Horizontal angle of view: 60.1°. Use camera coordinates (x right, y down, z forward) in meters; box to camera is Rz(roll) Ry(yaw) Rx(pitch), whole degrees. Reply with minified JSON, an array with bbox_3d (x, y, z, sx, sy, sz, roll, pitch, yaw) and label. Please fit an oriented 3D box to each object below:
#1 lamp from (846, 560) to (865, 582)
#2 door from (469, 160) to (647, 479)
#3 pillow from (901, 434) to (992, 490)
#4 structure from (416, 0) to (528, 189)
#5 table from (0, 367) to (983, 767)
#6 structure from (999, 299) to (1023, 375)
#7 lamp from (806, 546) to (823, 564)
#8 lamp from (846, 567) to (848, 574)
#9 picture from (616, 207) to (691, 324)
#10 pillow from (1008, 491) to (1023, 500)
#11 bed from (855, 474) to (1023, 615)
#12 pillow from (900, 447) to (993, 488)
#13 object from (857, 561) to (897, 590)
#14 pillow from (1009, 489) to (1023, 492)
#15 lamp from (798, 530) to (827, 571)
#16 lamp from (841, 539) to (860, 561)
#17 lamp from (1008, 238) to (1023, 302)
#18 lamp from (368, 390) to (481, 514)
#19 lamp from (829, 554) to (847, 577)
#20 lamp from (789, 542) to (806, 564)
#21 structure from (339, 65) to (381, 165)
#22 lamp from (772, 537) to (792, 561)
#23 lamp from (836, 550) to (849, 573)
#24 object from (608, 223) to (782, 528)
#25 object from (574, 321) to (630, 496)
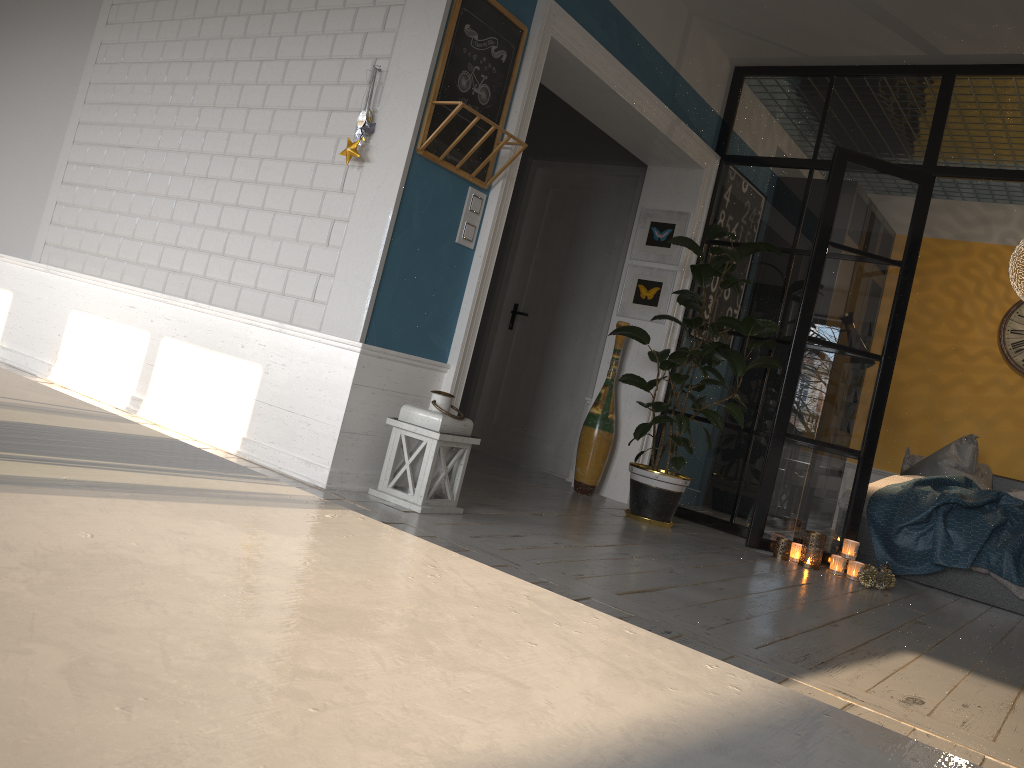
[{"bbox_3d":[1.798,0.982,4.640,0.080,0.099,0.081,14,-2,-15],"label":"lamp"},{"bbox_3d":[0.351,-0.524,6.653,1.044,2.314,0.176,12,-4,35],"label":"door"},{"bbox_3d":[3.203,0.636,6.496,0.788,0.601,0.494,13,-2,41],"label":"pillow"},{"bbox_3d":[-0.096,-1.275,3.799,0.186,0.778,0.490,12,-3,35],"label":"structure"},{"bbox_3d":[-0.453,0.247,0.277,1.466,0.512,0.725,14,-1,35],"label":"table"},{"bbox_3d":[4.224,-0.373,6.930,0.732,0.727,0.070,13,-3,35],"label":"structure"},{"bbox_3d":[1.641,0.942,4.813,0.080,0.099,0.081,14,-2,-15],"label":"lamp"},{"bbox_3d":[1.831,1.000,4.745,0.069,0.080,0.068,12,-2,43],"label":"lamp"},{"bbox_3d":[0.403,-0.915,5.072,0.361,0.755,1.928,12,-1,35],"label":"picture"},{"bbox_3d":[3.742,0.869,6.087,0.592,0.228,0.484,14,0,-6],"label":"pillow"},{"bbox_3d":[3.344,1.005,5.799,1.911,0.772,2.301,14,0,35],"label":"bed"},{"bbox_3d":[3.411,0.784,6.834,0.757,0.457,0.512,14,-1,7],"label":"pillow"},{"bbox_3d":[1.968,1.021,4.761,0.193,0.118,0.711,13,0,24],"label":"object"},{"bbox_3d":[3.976,0.978,6.394,0.781,0.297,0.522,14,-1,35],"label":"pillow"},{"bbox_3d":[1.602,0.887,4.722,0.115,0.187,0.113,12,-3,34],"label":"lamp"},{"bbox_3d":[1.786,0.877,4.674,0.080,0.099,0.081,14,-2,-15],"label":"lamp"},{"bbox_3d":[3.786,-1.016,6.032,0.614,1.100,0.617,14,-3,-14],"label":"lamp"},{"bbox_3d":[-0.342,0.265,3.680,0.288,0.479,0.284,12,-3,34],"label":"lamp"},{"bbox_3d":[1.729,0.965,4.699,0.080,0.099,0.081,14,-2,-15],"label":"lamp"},{"bbox_3d":[1.552,0.920,4.806,0.080,0.099,0.081,14,-2,-15],"label":"lamp"},{"bbox_3d":[-0.624,-1.126,3.719,0.135,0.449,0.077,12,-4,23],"label":"structure"},{"bbox_3d":[1.465,0.895,4.794,0.084,0.111,0.084,13,-2,11],"label":"lamp"},{"bbox_3d":[1.831,0.984,4.906,0.081,0.107,0.080,12,-3,35],"label":"lamp"},{"bbox_3d":[2.346,0.246,4.272,3.923,1.801,1.001,14,-2,35],"label":"object"},{"bbox_3d":[0.585,0.150,5.640,0.217,1.127,0.213,12,-4,29],"label":"object"}]
